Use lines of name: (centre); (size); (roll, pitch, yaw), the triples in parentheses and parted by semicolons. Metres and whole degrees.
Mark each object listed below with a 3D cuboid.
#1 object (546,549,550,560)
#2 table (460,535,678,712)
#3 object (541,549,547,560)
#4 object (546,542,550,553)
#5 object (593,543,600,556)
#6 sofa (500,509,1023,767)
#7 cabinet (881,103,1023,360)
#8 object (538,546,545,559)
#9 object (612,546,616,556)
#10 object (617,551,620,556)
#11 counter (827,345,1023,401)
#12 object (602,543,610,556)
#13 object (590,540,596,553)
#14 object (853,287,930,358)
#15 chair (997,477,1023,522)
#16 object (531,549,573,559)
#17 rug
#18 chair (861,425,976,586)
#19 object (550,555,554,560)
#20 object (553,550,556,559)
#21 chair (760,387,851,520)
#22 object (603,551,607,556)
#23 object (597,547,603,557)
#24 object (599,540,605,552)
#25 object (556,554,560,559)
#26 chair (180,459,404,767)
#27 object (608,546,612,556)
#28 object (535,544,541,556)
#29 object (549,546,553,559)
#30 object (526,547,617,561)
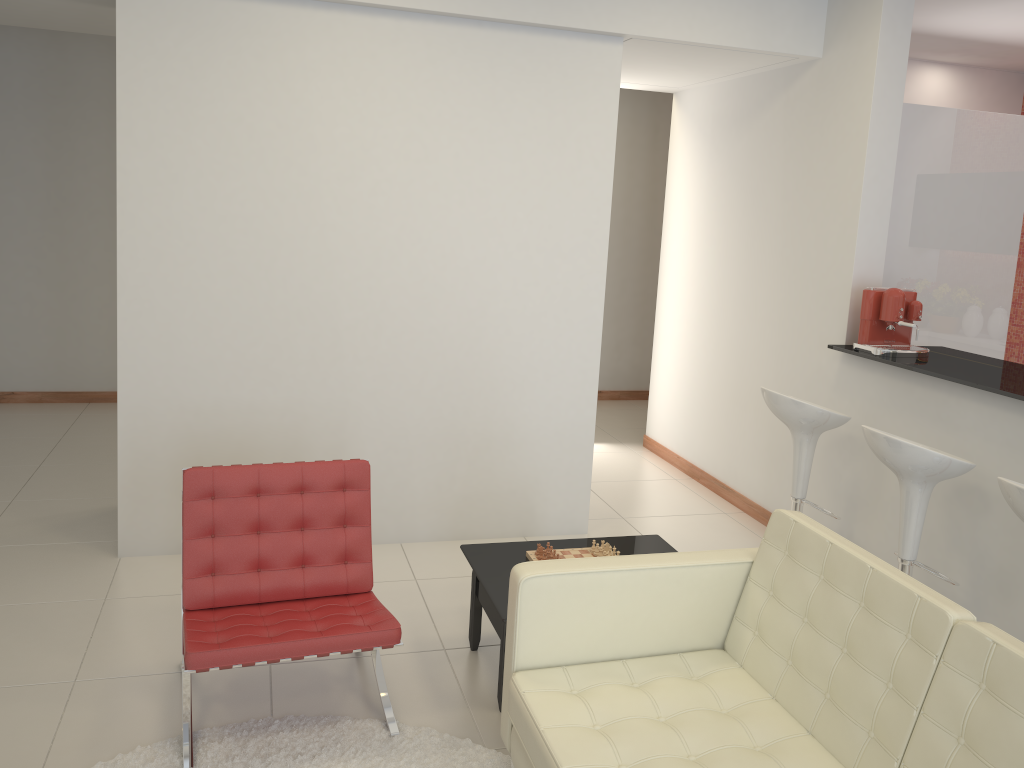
object: (0.142, 0.685, 3.489); (0.030, 0.069, 0.030); (2, 9, -9)
table: (0.302, 0.951, 3.551); (0.916, 0.419, 0.707); (0, 11, -16)
object: (0.131, 0.684, 3.528); (0.030, 0.054, 0.030); (2, 9, -9)
object: (0.147, 0.671, 3.616); (0.030, 0.049, 0.030); (2, 9, -9)
object: (0.350, 0.679, 3.634); (0.030, 0.049, 0.030); (2, 9, -9)
sofa: (0.786, 1.087, 1.706); (1.000, 0.914, 2.589); (0, 11, -16)
cabinet: (2.194, -0.456, 5.860); (1.057, 2.503, 1.652); (1, 9, -16)
object: (0.120, 0.678, 3.566); (0.030, 0.052, 0.030); (2, 9, -9)
object: (0.411, 0.686, 3.568); (0.030, 0.069, 0.030); (2, 9, -9)
object: (0.422, 0.696, 3.530); (0.030, 0.063, 0.030); (2, 9, -9)
counter: (2.434, 0.104, 3.389); (0.735, 0.019, 2.993); (0, 12, -16)
object: (0.389, 0.678, 3.645); (0.030, 0.052, 0.030); (-1, 10, -24)
object: (0.339, 0.671, 3.672); (0.030, 0.049, 0.030); (2, 9, -9)
object: (1.957, -0.311, 4.430); (0.321, 0.334, 0.323); (1, 10, -16)
chair: (1.879, 0.842, 3.061); (0.464, 1.012, 0.461); (3, 9, -6)
object: (0.280, 0.722, 3.514); (0.349, 0.001, 0.350); (0, 12, -16)
rug: (-0.396, 1.521, 1.530); (2.442, 0.004, 3.360); (0, 12, -15)
chair: (1.677, 0.692, 3.756); (0.464, 1.012, 0.461); (3, 9, -6)
object: (0.153, 0.696, 3.452); (0.030, 0.063, 0.030); (2, 9, -9)
object: (0.169, 0.687, 3.540); (0.030, 0.049, 0.030); (2, 9, -9)
chair: (1.459, 0.529, 4.510); (0.464, 1.012, 0.461); (3, 9, -6)
object: (0.372, 0.695, 3.558); (0.030, 0.049, 0.030); (2, 9, -9)
object: (0.361, 0.687, 3.596); (0.030, 0.049, 0.030); (2, 9, -9)
object: (0.377, 0.674, 3.684); (0.030, 0.043, 0.030); (2, 9, -9)
object: (0.180, 0.695, 3.502); (0.030, 0.049, 0.030); (2, 9, -9)
chair: (-0.816, 0.757, 3.193); (0.700, 0.810, 0.713); (0, 10, -21)
object: (0.400, 0.685, 3.607); (0.030, 0.054, 0.030); (2, 9, -9)
object: (0.109, 0.673, 3.605); (0.030, 0.043, 0.030); (2, 9, -9)
object: (0.158, 0.679, 3.578); (0.030, 0.049, 0.030); (2, 9, -9)
object: (0.280, 0.733, 3.516); (0.360, 0.021, 0.364); (0, 12, -16)
